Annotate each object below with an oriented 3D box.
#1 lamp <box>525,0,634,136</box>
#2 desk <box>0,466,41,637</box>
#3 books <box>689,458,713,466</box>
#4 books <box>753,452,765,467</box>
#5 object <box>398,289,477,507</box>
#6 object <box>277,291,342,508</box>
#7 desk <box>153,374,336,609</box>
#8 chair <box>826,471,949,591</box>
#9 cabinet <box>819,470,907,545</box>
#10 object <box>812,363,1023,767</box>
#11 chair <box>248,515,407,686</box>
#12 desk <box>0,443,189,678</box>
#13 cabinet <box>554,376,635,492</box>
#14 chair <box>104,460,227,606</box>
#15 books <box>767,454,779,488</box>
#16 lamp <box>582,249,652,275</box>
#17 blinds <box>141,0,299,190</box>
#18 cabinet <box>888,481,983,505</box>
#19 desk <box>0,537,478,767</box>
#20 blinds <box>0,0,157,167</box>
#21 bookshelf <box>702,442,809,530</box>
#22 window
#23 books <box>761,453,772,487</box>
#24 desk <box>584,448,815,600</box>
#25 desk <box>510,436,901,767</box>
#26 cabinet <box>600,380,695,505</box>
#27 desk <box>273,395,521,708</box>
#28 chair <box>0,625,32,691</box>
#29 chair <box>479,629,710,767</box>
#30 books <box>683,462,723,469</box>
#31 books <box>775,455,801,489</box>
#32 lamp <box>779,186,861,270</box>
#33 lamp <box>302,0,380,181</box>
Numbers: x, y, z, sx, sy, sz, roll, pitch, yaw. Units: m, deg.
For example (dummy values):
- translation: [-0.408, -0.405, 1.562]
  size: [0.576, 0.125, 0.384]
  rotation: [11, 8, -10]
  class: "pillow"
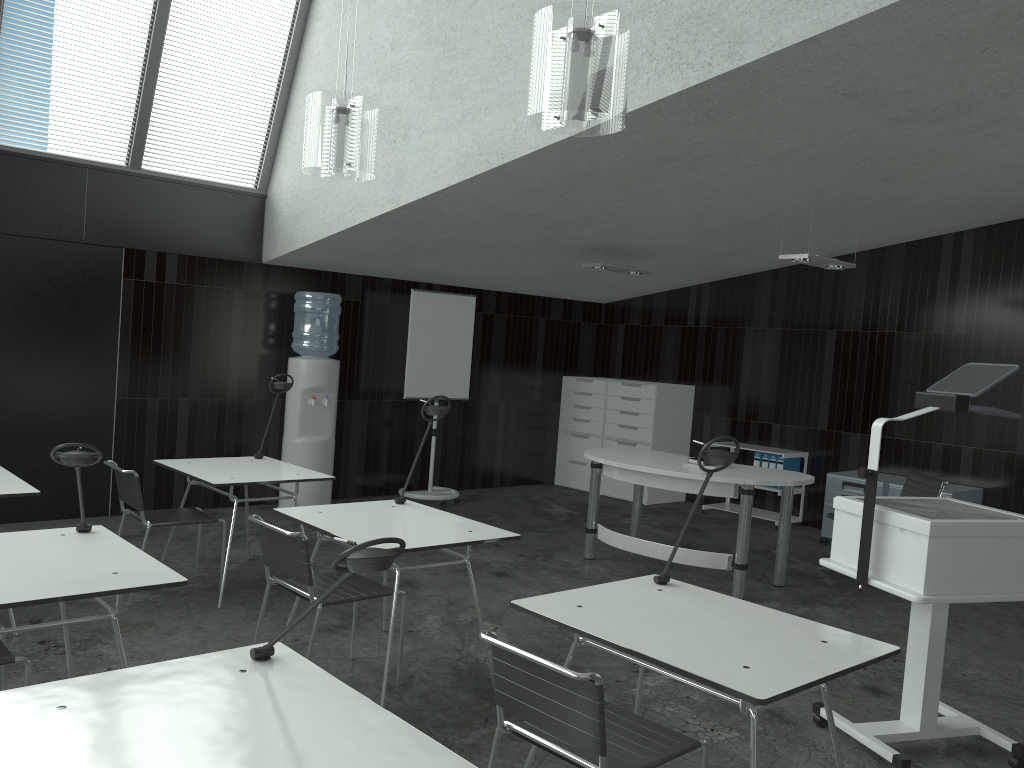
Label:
- translation: [0.305, -2.185, 3.127]
  size: [0.359, 2.307, 0.350]
  rotation: [2, 3, -41]
  class: "lamp"
- translation: [-2.673, 0.638, 4.088]
  size: [0.700, 1.153, 0.900]
  rotation: [2, 3, -41]
  class: "desk"
- translation: [1.259, 0.559, 5.743]
  size: [0.183, 0.032, 0.164]
  rotation: [3, 3, -28]
  class: "books"
- translation: [2.272, 0.838, 7.983]
  size: [0.262, 0.320, 0.072]
  rotation: [2, 3, -41]
  class: "books"
- translation: [-0.678, 0.134, 7.940]
  size: [0.560, 2.091, 0.553]
  rotation: [4, 3, 12]
  class: "object"
- translation: [-1.637, 0.162, 7.243]
  size: [0.436, 1.967, 0.436]
  rotation: [6, 3, 39]
  class: "object"
- translation: [-1.531, 0.591, 5.027]
  size: [0.700, 1.321, 0.900]
  rotation: [2, 3, -41]
  class: "desk"
- translation: [2.499, 1.076, 5.968]
  size: [0.587, 0.825, 0.560]
  rotation: [4, 3, -2]
  class: "chair"
- translation: [2.869, 1.141, 7.139]
  size: [0.598, 0.648, 0.502]
  rotation: [2, 3, -42]
  class: "cabinet"
- translation: [1.563, 0.719, 3.336]
  size: [0.680, 1.639, 0.559]
  rotation: [3, 3, -17]
  class: "object"
- translation: [-0.764, 0.983, 3.607]
  size: [0.555, 0.765, 0.428]
  rotation: [2, 3, -42]
  class: "chair"
- translation: [-1.555, 0.770, 2.841]
  size: [0.700, 1.153, 0.900]
  rotation: [2, 3, -41]
  class: "desk"
- translation: [0.926, 0.582, 9.393]
  size: [0.587, 1.292, 0.639]
  rotation: [2, 3, -41]
  class: "cabinet"
- translation: [-1.877, 0.855, 4.772]
  size: [0.555, 0.765, 0.428]
  rotation: [2, 3, -40]
  class: "chair"
- translation: [2.378, 0.851, 7.862]
  size: [0.262, 0.320, 0.072]
  rotation: [2, 3, -41]
  class: "books"
- translation: [0.976, -2.804, 7.123]
  size: [0.600, 3.595, 0.212]
  rotation: [2, 3, -41]
  class: "lamp"
- translation: [-1.924, -3.175, 6.309]
  size: [0.889, 2.982, 1.106]
  rotation: [2, 3, -41]
  class: "blinds"
- translation: [3.205, 1.181, 6.752]
  size: [0.598, 0.648, 0.502]
  rotation: [2, 3, -42]
  class: "cabinet"
- translation: [-0.572, 0.889, 1.680]
  size: [0.700, 1.153, 0.900]
  rotation: [2, 3, -41]
  class: "desk"
- translation: [-2.670, -3.197, 5.659]
  size: [0.889, 2.982, 1.106]
  rotation: [2, 3, -41]
  class: "blinds"
- translation: [2.195, 1.006, 8.055]
  size: [0.403, 0.739, 0.817]
  rotation: [2, 3, -41]
  class: "bookshelf"
- translation: [-6.419, -3.329, 2.438]
  size: [12.775, 3.101, 1.144]
  rotation: [2, 3, -41]
  class: "window"
- translation: [2.328, 0.845, 7.919]
  size: [0.262, 0.320, 0.072]
  rotation: [2, 3, -41]
  class: "books"
- translation: [1.101, 0.988, 5.856]
  size: [1.600, 0.818, 0.910]
  rotation: [6, 4, 44]
  class: "desk"
- translation: [0.540, 0.841, 2.608]
  size: [0.700, 1.321, 0.900]
  rotation: [2, 3, -41]
  class: "desk"
- translation: [1.349, 0.633, 8.906]
  size: [0.587, 1.292, 0.639]
  rotation: [2, 3, -41]
  class: "cabinet"
- translation: [-0.514, 0.715, 3.808]
  size: [0.700, 1.321, 0.900]
  rotation: [2, 3, -40]
  class: "desk"
- translation: [-1.784, 0.956, 2.644]
  size: [0.555, 0.765, 0.428]
  rotation: [2, 3, -41]
  class: "chair"
- translation: [0.205, 1.106, 2.344]
  size: [0.555, 0.765, 0.428]
  rotation: [2, 3, -44]
  class: "chair"
- translation: [1.273, 0.584, 5.788]
  size: [0.210, 0.021, 0.297]
  rotation: [6, 3, 32]
  class: "books"
- translation: [2.427, 0.857, 7.806]
  size: [0.262, 0.320, 0.072]
  rotation: [2, 3, -41]
  class: "books"
- translation: [2.143, -2.664, 5.778]
  size: [0.600, 3.595, 0.212]
  rotation: [2, 3, -41]
  class: "lamp"
- translation: [-0.769, -2.585, 4.374]
  size: [0.359, 2.848, 0.350]
  rotation: [2, 3, -41]
  class: "lamp"
